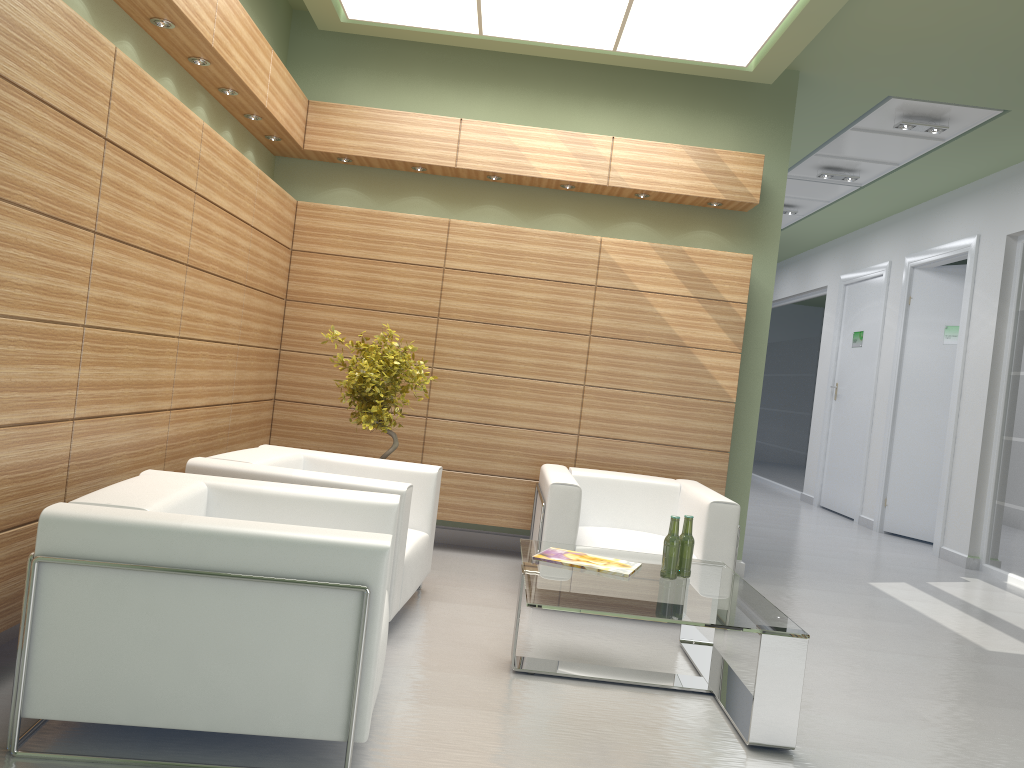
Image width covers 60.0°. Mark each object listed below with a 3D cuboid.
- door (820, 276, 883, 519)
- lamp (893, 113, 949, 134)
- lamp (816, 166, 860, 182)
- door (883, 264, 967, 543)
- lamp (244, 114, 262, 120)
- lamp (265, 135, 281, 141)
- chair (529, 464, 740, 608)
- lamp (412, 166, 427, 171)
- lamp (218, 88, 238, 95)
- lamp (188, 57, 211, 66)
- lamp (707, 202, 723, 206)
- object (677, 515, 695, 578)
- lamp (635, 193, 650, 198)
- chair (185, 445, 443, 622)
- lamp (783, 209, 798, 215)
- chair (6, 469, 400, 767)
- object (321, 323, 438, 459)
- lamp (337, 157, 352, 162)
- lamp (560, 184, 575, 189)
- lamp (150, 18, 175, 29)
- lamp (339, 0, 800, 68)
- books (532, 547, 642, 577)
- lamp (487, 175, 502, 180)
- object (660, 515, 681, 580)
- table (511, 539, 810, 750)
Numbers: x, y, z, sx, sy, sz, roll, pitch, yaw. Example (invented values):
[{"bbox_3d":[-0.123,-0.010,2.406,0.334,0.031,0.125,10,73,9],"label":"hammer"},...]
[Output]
[{"bbox_3d":[7.353,0.267,19.306,0.250,5.083,2.089,7,0,-1],"label":"door"},{"bbox_3d":[5.696,-3.620,12.346,0.657,0.159,0.286,7,0,-1],"label":"lamp"},{"bbox_3d":[5.665,-3.644,15.398,0.657,0.159,0.286,7,0,-1],"label":"lamp"},{"bbox_3d":[7.966,0.361,16.107,0.134,5.083,2.089,6,0,-31],"label":"door"},{"bbox_3d":[-2.677,-2.785,9.171,0.181,0.074,0.181,6,0,-29],"label":"lamp"},{"bbox_3d":[-2.685,-2.791,9.979,0.181,0.074,0.181,7,0,-18],"label":"lamp"},{"bbox_3d":[1.174,1.612,9.178,1.894,1.234,1.802,7,0,-1],"label":"chair"},{"bbox_3d":[-1.114,-2.613,10.663,0.181,0.074,0.181,7,0,-6],"label":"lamp"},{"bbox_3d":[-2.668,-2.778,8.351,0.181,0.074,0.181,7,0,-18],"label":"lamp"},{"bbox_3d":[-2.660,-2.772,7.552,0.181,0.074,0.181,7,0,-18],"label":"lamp"},{"bbox_3d":[2.451,-2.196,10.703,0.181,0.074,0.181,7,0,-6],"label":"lamp"},{"bbox_3d":[1.342,1.254,6.860,0.131,0.475,0.131,6,0,-36],"label":"object"},{"bbox_3d":[1.572,-2.299,10.693,0.181,0.074,0.181,6,1,-40],"label":"lamp"},{"bbox_3d":[-1.647,1.292,7.706,1.769,1.234,1.894,7,0,4],"label":"chair"},{"bbox_3d":[5.633,-3.670,18.586,0.657,0.159,0.286,7,0,-1],"label":"lamp"},{"bbox_3d":[-1.640,1.309,5.381,1.802,1.234,1.894,7,0,-6],"label":"chair"},{"bbox_3d":[-1.543,0.614,9.335,1.201,2.565,1.116,6,0,-33],"label":"object"},{"bbox_3d":[-2.007,-2.717,10.653,0.181,0.074,0.181,7,0,-6],"label":"lamp"},{"bbox_3d":[0.674,-2.404,10.683,0.181,0.074,0.181,7,0,-6],"label":"lamp"},{"bbox_3d":[-2.652,-2.765,6.738,0.181,0.074,0.181,6,0,-29],"label":"lamp"},{"bbox_3d":[0.448,-4.006,7.539,4.571,0.325,5.060,7,0,-1],"label":"lamp"},{"bbox_3d":[0.594,1.392,6.954,0.762,0.025,0.508,7,0,19],"label":"books"},{"bbox_3d":[-0.210,-2.507,10.673,0.181,0.074,0.181,6,1,-40],"label":"lamp"},{"bbox_3d":[1.215,1.240,6.738,0.131,0.475,0.131,6,0,-36],"label":"object"},{"bbox_3d":[0.918,1.820,6.610,1.783,0.742,2.197,7,0,-1],"label":"table"}]
